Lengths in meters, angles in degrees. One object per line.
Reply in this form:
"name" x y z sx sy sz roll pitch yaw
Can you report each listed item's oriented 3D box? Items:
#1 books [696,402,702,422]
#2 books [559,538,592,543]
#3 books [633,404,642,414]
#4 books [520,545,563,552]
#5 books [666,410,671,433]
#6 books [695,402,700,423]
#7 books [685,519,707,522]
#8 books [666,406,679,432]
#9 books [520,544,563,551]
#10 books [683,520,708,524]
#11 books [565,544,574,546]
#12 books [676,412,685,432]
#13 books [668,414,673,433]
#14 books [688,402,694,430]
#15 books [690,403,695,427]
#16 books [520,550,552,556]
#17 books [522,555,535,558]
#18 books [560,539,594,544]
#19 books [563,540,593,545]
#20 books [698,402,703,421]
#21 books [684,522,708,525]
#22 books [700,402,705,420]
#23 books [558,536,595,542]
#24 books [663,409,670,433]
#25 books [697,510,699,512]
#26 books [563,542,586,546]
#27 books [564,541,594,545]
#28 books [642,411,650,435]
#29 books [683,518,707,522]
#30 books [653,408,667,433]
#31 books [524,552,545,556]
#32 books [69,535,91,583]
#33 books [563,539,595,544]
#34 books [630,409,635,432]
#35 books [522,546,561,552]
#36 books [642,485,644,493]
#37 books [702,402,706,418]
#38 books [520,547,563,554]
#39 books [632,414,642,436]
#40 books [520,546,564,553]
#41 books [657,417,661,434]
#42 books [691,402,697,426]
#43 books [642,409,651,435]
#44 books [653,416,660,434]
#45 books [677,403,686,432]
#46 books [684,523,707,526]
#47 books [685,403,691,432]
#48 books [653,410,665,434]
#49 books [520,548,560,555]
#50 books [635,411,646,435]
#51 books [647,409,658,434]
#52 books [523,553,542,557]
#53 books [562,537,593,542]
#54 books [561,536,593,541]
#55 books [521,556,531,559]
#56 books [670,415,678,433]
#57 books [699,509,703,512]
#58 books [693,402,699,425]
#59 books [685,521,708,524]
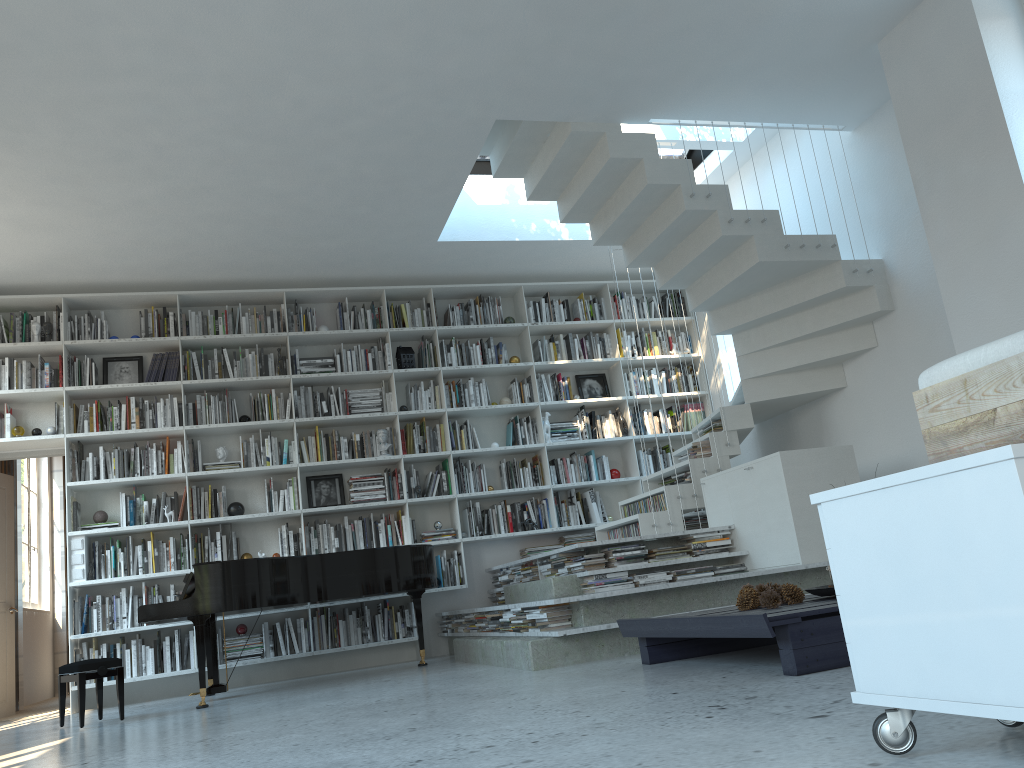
"books" 1.743 0.333 8.400 0.018 0.292 0.169 -4 -14 -18
"books" 0.566 1.372 7.779 0.285 0.005 0.160 -2 -15 -21
"books" 1.188 0.358 8.248 0.012 0.321 0.142 -4 -14 -18
"books" 0.254 1.421 7.678 0.345 0.007 0.194 -3 -14 -19
"books" 1.440 0.380 8.324 0.025 0.248 0.134 -4 -14 -18
"books" 1.725 0.335 8.399 0.018 0.292 0.169 -4 -14 -18
"books" 1.665 1.262 8.145 0.254 0.009 0.161 -3 -14 -18
"books" 1.501 0.359 8.337 0.026 0.277 0.170 -4 -14 -18
"books" 0.253 1.414 7.680 0.345 0.007 0.194 -4 -14 -16
"books" 1.666 1.271 8.146 0.285 0.009 0.160 -3 -14 -17
"books" 0.571 1.412 7.780 0.285 0.007 0.160 -3 -14 -17
"books" 1.564 0.385 8.336 0.088 0.216 0.167 -4 -14 -18
"books" 1.460 0.399 8.328 0.014 0.206 0.138 -4 -14 -18
"books" 1.659 0.336 8.365 0.018 0.292 0.169 -4 -14 -18
"books" 1.673 0.338 8.383 0.018 0.292 0.169 -4 -14 -18
"books" 0.260 1.457 7.667 0.345 0.007 0.194 -3 -14 -20
"books" 0.262 1.477 7.657 0.308 0.008 0.195 -2 -15 -22
"books" 0.565 1.385 7.783 0.285 0.005 0.160 -3 -14 -18
"books" 0.567 1.395 7.780 0.254 0.005 0.161 -3 -14 -18
"books" 1.759 0.333 8.410 0.018 0.292 0.169 -4 -14 -18
"books" 1.670 1.286 8.135 0.285 0.009 0.160 -4 -14 -15
"books" 1.779 0.329 8.406 0.018 0.292 0.169 -4 -14 -18
"books" 0.566 1.363 7.784 0.285 0.005 0.160 -3 -14 -20
"books" 1.423 0.377 8.316 0.012 0.253 0.161 -4 -14 -18
"books" 1.652 1.065 8.128 0.024 0.242 0.141 -4 -14 -18
"books" 0.567 1.406 7.780 0.254 0.005 0.161 -3 -14 -17
"books" 0.568 1.400 7.777 0.285 0.005 0.160 -3 -14 -19
"books" 1.217 0.388 8.227 0.026 0.245 0.181 -4 -14 -18
"books" 1.663 1.254 8.150 0.285 0.009 0.160 -3 -14 -17
"books" 1.383 0.375 8.296 0.029 0.258 0.172 -4 -14 -18
"books" 0.262 1.462 7.661 0.308 0.008 0.195 -5 -14 -13
"books" -3.219 1.316 6.619 0.106 0.339 0.308 -4 -14 -18
"books" 0.566 1.390 7.782 0.285 0.005 0.160 -4 -14 -17
"books" 1.094 0.386 8.222 0.010 0.278 0.148 -4 -14 -18
"books" 0.255 1.429 7.676 0.308 0.008 0.195 -4 -14 -16
"books" 1.172 1.066 7.968 0.011 0.292 0.144 -4 -14 -18
"books" 1.794 0.331 8.421 0.018 0.292 0.169 -4 -14 -18
"books" 0.260 1.441 7.665 0.345 0.007 0.194 -2 -15 -22
"books" 1.133 0.404 8.228 0.066 0.236 0.144 -4 -14 -18
"books" 0.256 1.436 7.675 0.345 0.007 0.194 -4 -14 -16
"books" 1.338 0.416 8.278 0.030 0.184 0.137 -4 -14 -18
"books" 1.690 0.337 8.388 0.018 0.292 0.169 -4 -14 -18
"books" 1.235 0.380 8.247 0.022 0.265 0.157 -4 -14 -18
"books" 1.318 0.409 8.251 0.023 0.189 0.170 -4 -14 -18
"books" 1.597 0.346 8.358 0.072 0.291 0.169 -4 -14 -18
"books" 1.671 1.295 8.133 0.254 0.009 0.161 -4 -14 -15
"books" 1.632 0.341 8.370 0.033 0.293 0.169 -4 -14 -18
"books" 1.362 0.380 8.277 0.022 0.246 0.181 -4 -14 -18
"books" 0.258 1.450 7.672 0.345 0.007 0.194 -4 -14 -16
"books" 1.182 0.392 8.217 0.022 0.242 0.171 -4 -14 -18
"books" 1.276 0.377 8.247 0.056 0.261 0.177 -4 -14 -18
"books" 0.257 1.473 7.671 0.308 0.008 0.195 -3 -14 -17
"books" 0.568 1.367 7.781 0.254 0.005 0.161 -4 -14 -14
"books" 0.567 1.356 7.782 0.254 0.005 0.161 -2 -15 -22
"books" 0.260 1.487 7.662 0.345 0.007 0.194 -3 -14 -19
"books" 1.492 0.400 8.293 0.024 0.180 0.191 -4 -14 -18
"books" 1.669 1.013 8.119 0.010 0.335 0.185 -4 -14 -18
"books" 1.709 0.335 8.390 0.018 0.292 0.169 -4 -14 -18
"books" 1.669 1.277 8.135 0.254 0.009 0.161 -4 -14 -14
